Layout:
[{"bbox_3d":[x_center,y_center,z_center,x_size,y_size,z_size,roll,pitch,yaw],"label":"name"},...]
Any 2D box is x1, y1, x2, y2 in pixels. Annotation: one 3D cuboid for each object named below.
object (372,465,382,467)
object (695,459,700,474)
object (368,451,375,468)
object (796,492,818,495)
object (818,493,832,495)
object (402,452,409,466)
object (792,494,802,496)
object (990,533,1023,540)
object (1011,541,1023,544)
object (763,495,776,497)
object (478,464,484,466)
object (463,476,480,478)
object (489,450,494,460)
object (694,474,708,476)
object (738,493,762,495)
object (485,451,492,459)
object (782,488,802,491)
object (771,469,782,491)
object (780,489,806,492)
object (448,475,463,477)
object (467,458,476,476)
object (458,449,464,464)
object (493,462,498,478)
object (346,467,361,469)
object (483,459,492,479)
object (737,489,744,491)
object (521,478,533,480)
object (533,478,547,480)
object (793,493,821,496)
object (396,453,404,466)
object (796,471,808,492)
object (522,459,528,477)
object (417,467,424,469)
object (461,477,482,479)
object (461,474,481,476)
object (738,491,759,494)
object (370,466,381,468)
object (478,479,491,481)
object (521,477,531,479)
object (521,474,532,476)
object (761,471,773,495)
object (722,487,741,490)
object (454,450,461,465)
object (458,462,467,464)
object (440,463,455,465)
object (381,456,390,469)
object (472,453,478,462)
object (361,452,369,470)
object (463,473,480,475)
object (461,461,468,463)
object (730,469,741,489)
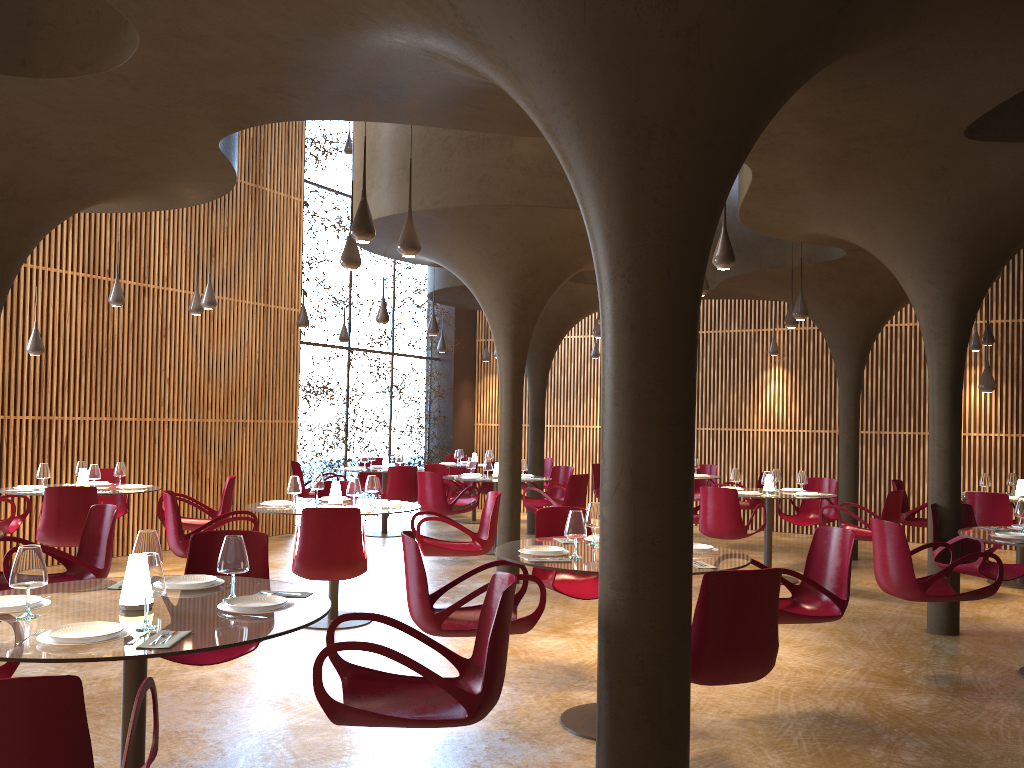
[{"bbox_3d":[-2.368,1.472,15.821,0.263,0.029,0.263,2,-3,-22],"label":"object"},{"bbox_3d":[3.117,1.414,15.034,0.142,0.295,0.142,1,-1,-16],"label":"object"},{"bbox_3d":[-2.480,1.334,15.620,0.142,0.295,0.142,0,-2,42],"label":"object"},{"bbox_3d":[3.712,1.381,11.153,0.263,0.029,0.263,-1,-3,38],"label":"object"},{"bbox_3d":[3.958,1.411,11.329,0.126,0.017,0.262,3,-3,-39],"label":"object"},{"bbox_3d":[-1.872,1.340,15.499,0.142,0.295,0.142,2,-1,-20],"label":"object"},{"bbox_3d":[3.709,1.392,11.149,0.411,0.012,0.204,3,-3,-43],"label":"object"},{"bbox_3d":[3.993,1.216,7.057,0.332,0.014,0.332,0,-3,16],"label":"object"},{"bbox_3d":[3.958,1.210,6.756,0.262,0.017,0.126,1,-2,3],"label":"object"},{"bbox_3d":[3.160,1.376,10.872,0.262,0.017,0.126,4,-4,-44],"label":"object"},{"bbox_3d":[-0.588,1.560,17.059,0.263,0.029,0.263,0,-3,23],"label":"object"},{"bbox_3d":[-0.597,1.389,13.156,0.263,0.029,0.263,-1,-3,39],"label":"object"},{"bbox_3d":[-0.428,1.465,17.729,0.142,0.295,0.142,2,-2,-42],"label":"object"},{"bbox_3d":[3.142,1.531,14.800,0.263,0.029,0.263,1,-3,9],"label":"object"},{"bbox_3d":[2.962,1.375,11.100,0.332,0.014,0.332,0,-3,20],"label":"object"},{"bbox_3d":[-0.458,1.444,17.255,0.142,0.295,0.142,1,-1,-10],"label":"object"},{"bbox_3d":[3.746,1.412,11.835,0.263,0.029,0.263,0,-3,32],"label":"object"},{"bbox_3d":[3.517,1.279,11.812,0.142,0.295,0.142,2,-1,-27],"label":"object"},{"bbox_3d":[3.746,1.422,11.835,0.332,0.014,0.332,1,-3,13],"label":"object"},{"bbox_3d":[-0.867,1.425,13.707,0.126,0.017,0.262,3,-3,-43],"label":"object"},{"bbox_3d":[-0.629,1.283,13.668,0.142,0.295,0.142,2,-1,-21],"label":"object"},{"bbox_3d":[-1.037,1.459,17.849,0.142,0.295,0.142,0,-1,31],"label":"object"},{"bbox_3d":[-0.224,1.317,13.561,0.142,0.232,0.144,1,-1,-15],"label":"object"},{"bbox_3d":[-2.708,1.437,15.159,0.263,0.029,0.263,1,-2,2],"label":"object"},{"bbox_3d":[-0.361,1.266,13.166,0.142,0.295,0.142,1,-1,22],"label":"object"},{"bbox_3d":[2.925,1.407,11.843,0.332,0.014,0.332,3,-3,-33],"label":"object"},{"bbox_3d":[0.153,1.415,13.208,0.332,0.014,0.332,2,-3,-29],"label":"object"},{"bbox_3d":[0.399,1.434,13.384,0.126,0.017,0.262,3,-3,-39],"label":"object"},{"bbox_3d":[3.712,1.391,11.153,0.332,0.014,0.332,2,-3,-26],"label":"object"},{"bbox_3d":[-1.901,1.319,15.026,0.142,0.295,0.142,2,-2,-44],"label":"object"},{"bbox_3d":[3.728,1.265,11.388,0.142,0.295,0.142,1,-1,5],"label":"object"},{"bbox_3d":[0.169,1.288,13.443,0.142,0.295,0.142,1,-1,5],"label":"object"},{"bbox_3d":[-1.661,1.467,15.403,0.263,0.029,0.263,0,-3,23],"label":"object"},{"bbox_3d":[-0.597,1.398,13.156,0.332,0.014,0.332,0,-3,23],"label":"object"},{"bbox_3d":[-0.634,1.430,13.899,0.332,0.014,0.332,3,-3,-33],"label":"object"},{"bbox_3d":[2.962,1.365,11.100,0.263,0.029,0.263,3,-3,-41],"label":"object"},{"bbox_3d":[-2.368,1.482,15.821,0.332,0.014,0.332,0,-3,23],"label":"object"},{"bbox_3d":[-0.399,1.399,12.928,0.262,0.017,0.126,4,-4,-44],"label":"object"},{"bbox_3d":[0.153,1.405,13.208,0.263,0.029,0.263,3,-3,-36],"label":"object"},{"bbox_3d":[0.187,1.436,13.891,0.263,0.029,0.263,0,-3,32],"label":"object"},{"bbox_3d":[3.197,1.243,11.111,0.142,0.295,0.142,1,-1,22],"label":"object"},{"bbox_3d":[2.925,1.397,11.844,0.263,0.029,0.263,-1,-3,38],"label":"object"},{"bbox_3d":[-1.056,1.434,17.281,0.142,0.295,0.142,0,-1,30],"label":"object"},{"bbox_3d":[-0.924,1.607,18.050,0.332,0.014,0.332,0,-3,23],"label":"object"},{"bbox_3d":[-1.264,1.572,17.388,0.332,0.014,0.332,1,-3,11],"label":"object"},{"bbox_3d":[-2.183,1.357,15.324,0.142,0.232,0.144,1,-1,-5],"label":"object"},{"bbox_3d":[-0.740,1.483,17.554,0.144,0.232,0.142,1,-1,5],"label":"object"},{"bbox_3d":[-2.499,1.309,15.052,0.142,0.295,0.142,0,-1,30],"label":"object"},{"bbox_3d":[-0.633,1.421,13.899,0.263,0.029,0.263,0,-3,31],"label":"object"},{"bbox_3d":[-0.924,1.598,18.050,0.263,0.029,0.263,2,-3,-16],"label":"object"},{"bbox_3d":[2.930,1.260,11.613,0.142,0.295,0.142,2,-1,-21],"label":"object"}]
